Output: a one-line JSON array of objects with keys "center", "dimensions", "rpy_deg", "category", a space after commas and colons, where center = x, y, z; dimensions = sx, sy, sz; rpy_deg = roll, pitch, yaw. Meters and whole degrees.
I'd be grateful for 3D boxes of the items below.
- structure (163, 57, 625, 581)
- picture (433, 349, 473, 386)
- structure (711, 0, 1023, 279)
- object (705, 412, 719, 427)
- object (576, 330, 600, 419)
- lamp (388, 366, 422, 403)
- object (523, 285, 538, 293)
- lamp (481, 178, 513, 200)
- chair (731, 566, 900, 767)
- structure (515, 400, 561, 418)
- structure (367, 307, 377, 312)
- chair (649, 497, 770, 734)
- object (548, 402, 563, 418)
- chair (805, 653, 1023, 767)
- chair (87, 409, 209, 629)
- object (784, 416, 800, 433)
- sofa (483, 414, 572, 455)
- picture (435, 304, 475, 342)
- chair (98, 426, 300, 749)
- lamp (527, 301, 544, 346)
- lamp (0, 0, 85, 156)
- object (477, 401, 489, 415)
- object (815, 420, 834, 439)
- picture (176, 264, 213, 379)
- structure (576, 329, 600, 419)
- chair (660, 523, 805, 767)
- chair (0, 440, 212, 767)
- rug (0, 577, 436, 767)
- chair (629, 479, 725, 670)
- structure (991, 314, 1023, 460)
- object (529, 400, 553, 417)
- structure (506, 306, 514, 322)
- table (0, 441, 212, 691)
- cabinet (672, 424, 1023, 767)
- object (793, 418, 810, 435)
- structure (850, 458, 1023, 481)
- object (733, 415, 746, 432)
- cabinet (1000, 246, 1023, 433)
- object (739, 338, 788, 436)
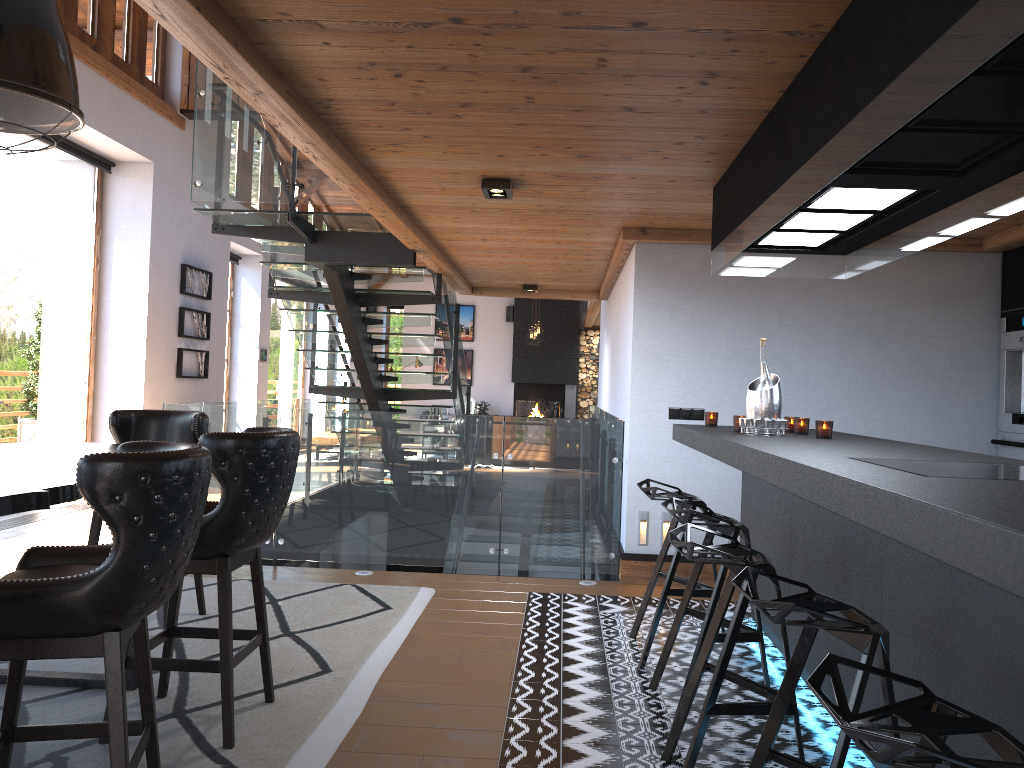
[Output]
[{"center": [-3.500, 0.803, 7.938], "dimensions": [9.202, 6.400, 11.035], "rpy_deg": [2, 0, 3], "category": "structure"}, {"center": [-1.317, -0.368, 19.760], "dimensions": [0.878, 0.816, 0.036], "rpy_deg": [2, -1, 2], "category": "picture"}, {"center": [1.322, -0.813, 3.079], "dimensions": [0.710, 0.476, 3.253], "rpy_deg": [2, 0, 3], "category": "structure"}, {"center": [1.143, 0.201, 5.080], "dimensions": [0.078, 0.081, 0.080], "rpy_deg": [2, -1, 38], "category": "object"}, {"center": [1.654, 0.128, 19.402], "dimensions": [0.493, 2.612, 0.467], "rpy_deg": [2, -1, 2], "category": "object"}, {"center": [-2.419, 0.329, 18.636], "dimensions": [0.523, 1.899, 1.333], "rpy_deg": [2, -1, 24], "category": "lamp"}, {"center": [0.198, -1.030, 9.531], "dimensions": [0.155, 0.068, 0.261], "rpy_deg": [2, 0, 3], "category": "object"}, {"center": [-0.078, -1.060, 4.791], "dimensions": [0.155, 0.068, 0.261], "rpy_deg": [2, 0, 3], "category": "lamp"}, {"center": [0.762, 0.898, 2.103], "dimensions": [0.469, 0.839, 0.538], "rpy_deg": [2, -1, 0], "category": "chair"}, {"center": [0.564, 0.631, 19.288], "dimensions": [0.981, 0.514, 0.183], "rpy_deg": [2, -1, 2], "category": "structure"}, {"center": [-3.127, -1.664, 19.769], "dimensions": [0.213, 0.349, 0.214], "rpy_deg": [2, -1, 3], "category": "structure"}, {"center": [0.839, 0.907, 3.600], "dimensions": [0.469, 0.839, 0.538], "rpy_deg": [2, -1, 0], "category": "chair"}, {"center": [0.914, 0.895, 18.897], "dimensions": [0.311, 1.018, 0.304], "rpy_deg": [3, -1, -42], "category": "object"}, {"center": [0.689, 0.892, 1.330], "dimensions": [0.468, 0.839, 0.539], "rpy_deg": [2, -1, 4], "category": "chair"}, {"center": [-1.858, 0.685, 4.540], "dimensions": [0.504, 1.092, 0.568], "rpy_deg": [2, -1, 2], "category": "chair"}, {"center": [1.448, 0.211, 4.591], "dimensions": [0.080, 0.081, 0.078], "rpy_deg": [3, -1, -32], "category": "object"}, {"center": [0.183, 0.935, 14.659], "dimensions": [2.564, 0.838, 1.240], "rpy_deg": [2, -1, 2], "category": "sofa"}, {"center": [-1.280, -1.362, 19.779], "dimensions": [0.878, 0.816, 0.036], "rpy_deg": [2, -1, 2], "category": "picture"}, {"center": [-1.095, 0.708, 3.266], "dimensions": [0.568, 1.092, 0.504], "rpy_deg": [2, -1, 2], "category": "chair"}, {"center": [0.458, -1.851, 16.853], "dimensions": [0.262, 2.202, 0.800], "rpy_deg": [2, -1, -6], "category": "lamp"}, {"center": [-1.721, -3.141, 3.060], "dimensions": [0.629, 4.686, 0.614], "rpy_deg": [3, -1, -42], "category": "lamp"}, {"center": [-0.649, 0.581, 19.443], "dimensions": [0.338, 0.455, 0.337], "rpy_deg": [2, -1, 28], "category": "object"}, {"center": [1.415, 0.207, 4.018], "dimensions": [0.080, 0.081, 0.078], "rpy_deg": [3, -1, -32], "category": "object"}, {"center": [-3.775, -0.724, 10.560], "dimensions": [0.059, 1.312, 0.775], "rpy_deg": [2, -1, 3], "category": "picture"}, {"center": [1.661, 0.122, 19.392], "dimensions": [0.501, 2.617, 0.512], "rpy_deg": [2, -1, 3], "category": "structure"}, {"center": [0.722, 0.900, 2.819], "dimensions": [0.467, 0.839, 0.540], "rpy_deg": [2, -1, 9], "category": "chair"}, {"center": [-1.102, 0.704, 2.302], "dimensions": [0.571, 1.092, 0.501], "rpy_deg": [2, -1, -13], "category": "chair"}, {"center": [-1.889, 1.224, 2.857], "dimensions": [2.549, 0.047, 5.636], "rpy_deg": [2, 0, 3], "category": "rug"}, {"center": [0.840, 0.911, 4.357], "dimensions": [0.469, 0.839, 0.539], "rpy_deg": [2, -1, 3], "category": "chair"}, {"center": [3.276, 0.033, 5.586], "dimensions": [0.255, 0.945, 0.598], "rpy_deg": [2, -1, 3], "category": "structure"}, {"center": [0.544, 0.612, 16.187], "dimensions": [0.404, 0.808, 0.623], "rpy_deg": [2, -1, 14], "category": "object"}, {"center": [-0.032, -1.550, 19.661], "dimensions": [0.213, 0.349, 0.214], "rpy_deg": [2, -1, 3], "category": "structure"}, {"center": [-1.951, 0.765, 2.544], "dimensions": [1.428, 0.950, 3.800], "rpy_deg": [2, 0, 3], "category": "table"}, {"center": [1.242, 0.789, 2.863], "dimensions": [0.888, 1.104, 4.805], "rpy_deg": [2, 0, 3], "category": "cabinet"}, {"center": [1.437, 0.209, 4.401], "dimensions": [0.080, 0.081, 0.078], "rpy_deg": [3, -1, -32], "category": "object"}, {"center": [1.274, 0.245, 2.445], "dimensions": [0.504, 0.017, 0.611], "rpy_deg": [2, 0, 3], "category": "structure"}, {"center": [1.139, 0.198, 4.408], "dimensions": [0.080, 0.081, 0.078], "rpy_deg": [3, -1, -32], "category": "object"}, {"center": [3.286, 0.225, 2.676], "dimensions": [0.543, 2.381, 6.435], "rpy_deg": [2, 0, 3], "category": "cabinet"}, {"center": [1.182, 0.014, 4.152], "dimensions": [0.226, 0.452, 0.225], "rpy_deg": [2, -1, 3], "category": "object"}]
